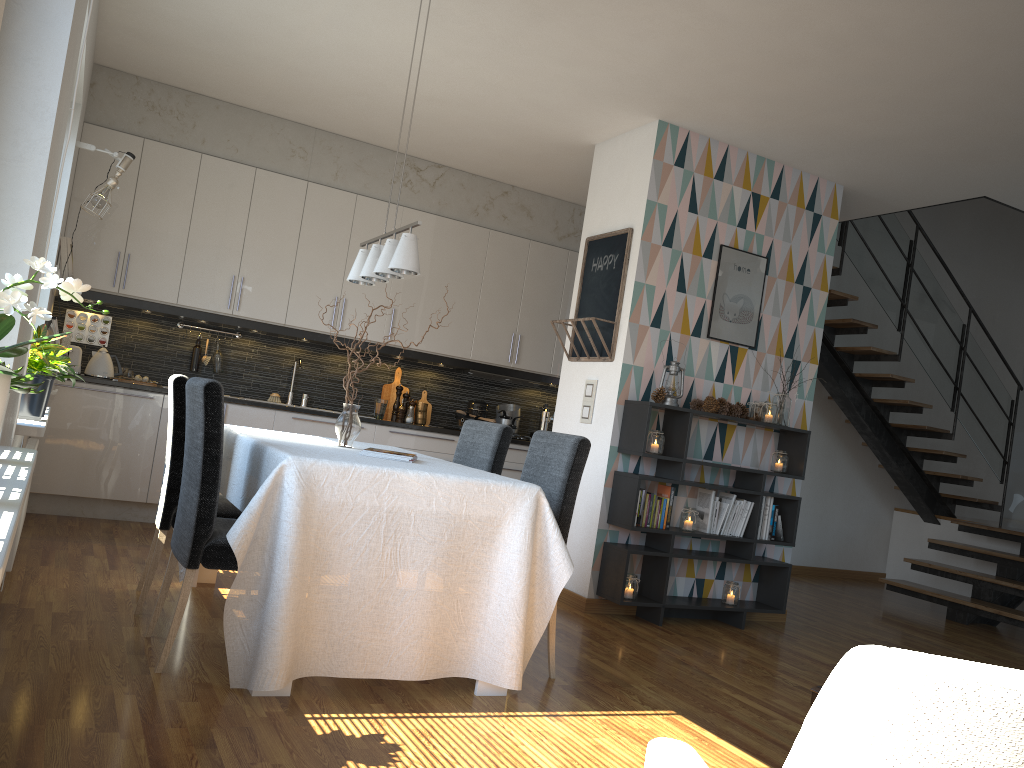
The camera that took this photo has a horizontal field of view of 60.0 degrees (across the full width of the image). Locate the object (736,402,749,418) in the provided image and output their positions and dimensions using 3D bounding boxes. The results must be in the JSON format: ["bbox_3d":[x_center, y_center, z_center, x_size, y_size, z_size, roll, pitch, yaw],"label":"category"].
[{"bbox_3d":[1.344,0.155,5.197,0.092,0.100,0.083,9,-2,-2],"label":"object"}]

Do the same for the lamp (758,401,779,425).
[{"bbox_3d":[1.507,0.169,5.203,0.106,0.130,0.098,9,-2,-14],"label":"lamp"}]

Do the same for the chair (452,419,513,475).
[{"bbox_3d":[-0.389,0.625,4.240,0.545,0.960,0.461,10,-2,-27],"label":"chair"}]

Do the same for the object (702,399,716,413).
[{"bbox_3d":[1.111,0.126,4.999,0.082,0.085,0.082,9,-2,-12],"label":"object"}]

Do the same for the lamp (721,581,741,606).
[{"bbox_3d":[1.283,1.223,5.185,0.098,0.130,0.106,10,-2,-25],"label":"lamp"}]

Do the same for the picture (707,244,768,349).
[{"bbox_3d":[1.350,-0.518,5.295,0.366,0.559,0.014,10,-2,-27],"label":"picture"}]

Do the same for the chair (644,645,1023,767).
[{"bbox_3d":[0.428,0.657,0.956,0.545,0.831,0.685,9,-2,-2],"label":"chair"}]

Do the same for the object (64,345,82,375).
[{"bbox_3d":[-2.801,-0.151,5.585,0.175,0.192,0.253,10,-3,-27],"label":"object"}]

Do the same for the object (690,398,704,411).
[{"bbox_3d":[1.060,0.121,5.047,0.078,0.084,0.098,10,-3,-26],"label":"object"}]

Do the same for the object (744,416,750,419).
[{"bbox_3d":[1.408,0.210,5.312,0.031,0.035,0.031,7,-3,39],"label":"object"}]

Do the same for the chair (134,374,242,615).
[{"bbox_3d":[-1.257,0.471,3.798,0.545,0.960,0.461,10,-2,-22],"label":"chair"}]

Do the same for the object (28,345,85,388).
[{"bbox_3d":[-2.131,-0.029,3.965,0.379,0.308,0.371,7,-3,38],"label":"object"}]

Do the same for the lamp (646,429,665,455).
[{"bbox_3d":[0.789,0.320,4.899,0.106,0.130,0.098,9,-2,-14],"label":"lamp"}]

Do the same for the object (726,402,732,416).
[{"bbox_3d":[1.251,0.142,5.205,0.099,0.102,0.097,7,-3,34],"label":"object"}]

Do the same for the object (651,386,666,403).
[{"bbox_3d":[0.807,0.057,4.879,0.086,0.101,0.078,9,-2,-13],"label":"object"}]

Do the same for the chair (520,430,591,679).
[{"bbox_3d":[-0.073,0.643,3.612,0.545,0.960,0.461,10,-2,-22],"label":"chair"}]

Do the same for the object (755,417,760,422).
[{"bbox_3d":[1.439,0.209,5.198,0.035,0.035,0.030,10,-3,-28],"label":"object"}]

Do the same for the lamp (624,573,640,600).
[{"bbox_3d":[0.644,1.110,4.859,0.098,0.130,0.106,9,-2,-13],"label":"lamp"}]

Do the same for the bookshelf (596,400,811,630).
[{"bbox_3d":[1.119,0.777,5.109,1.191,1.200,0.237,10,-2,-27],"label":"bookshelf"}]

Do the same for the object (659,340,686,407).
[{"bbox_3d":[0.900,-0.065,4.954,0.154,0.383,0.163,9,-2,-10],"label":"object"}]

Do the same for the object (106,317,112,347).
[{"bbox_3d":[-2.829,-0.372,5.904,0.271,0.201,0.039,10,-2,-27],"label":"object"}]

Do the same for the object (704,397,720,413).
[{"bbox_3d":[1.134,0.124,5.071,0.110,0.101,0.114,11,-3,-44],"label":"object"}]

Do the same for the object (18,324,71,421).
[{"bbox_3d":[-1.933,-0.058,3.522,0.299,0.384,0.333,9,-2,-11],"label":"object"}]

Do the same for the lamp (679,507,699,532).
[{"bbox_3d":[1.002,0.765,5.023,0.098,0.130,0.106,8,-2,9],"label":"lamp"}]

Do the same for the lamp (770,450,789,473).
[{"bbox_3d":[1.602,0.465,5.315,0.098,0.130,0.106,10,-3,-35],"label":"lamp"}]

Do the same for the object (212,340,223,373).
[{"bbox_3d":[-2.066,-0.197,6.258,0.073,0.242,0.094,7,-2,37],"label":"object"}]

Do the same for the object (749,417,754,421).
[{"bbox_3d":[1.412,0.210,5.228,0.026,0.027,0.030,9,-2,5],"label":"object"}]

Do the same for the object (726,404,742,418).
[{"bbox_3d":[1.278,0.157,5.143,0.106,0.086,0.091,9,-2,-13],"label":"object"}]

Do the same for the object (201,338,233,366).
[{"bbox_3d":[-2.088,-0.220,6.262,0.189,0.203,0.072,11,-3,-40],"label":"object"}]

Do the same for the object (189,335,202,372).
[{"bbox_3d":[-2.206,-0.214,6.203,0.060,0.256,0.060,9,-2,-5],"label":"object"}]

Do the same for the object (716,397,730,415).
[{"bbox_3d":[1.201,0.130,5.099,0.094,0.108,0.108,7,-3,31],"label":"object"}]

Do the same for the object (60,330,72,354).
[{"bbox_3d":[-2.648,-0.190,5.236,0.060,0.267,0.119,10,-2,-35],"label":"object"}]

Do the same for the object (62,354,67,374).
[{"bbox_3d":[-2.675,-0.120,5.196,0.103,0.124,0.103,10,-3,-29],"label":"object"}]

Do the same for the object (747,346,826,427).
[{"bbox_3d":[1.657,-0.004,5.253,0.298,0.521,0.426,10,-3,-30],"label":"object"}]

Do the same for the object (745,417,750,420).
[{"bbox_3d":[1.397,0.205,5.269,0.030,0.035,0.035,7,-3,37],"label":"object"}]

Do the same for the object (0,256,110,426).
[{"bbox_3d":[-0.885,-0.026,1.481,0.340,0.443,0.286,10,-3,-38],"label":"object"}]

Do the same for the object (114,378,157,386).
[{"bbox_3d":[-2.556,-0.019,5.923,0.335,0.012,0.213,10,-3,-25],"label":"object"}]

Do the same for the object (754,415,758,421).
[{"bbox_3d":[1.445,0.207,5.230,0.038,0.043,0.039,8,-2,9],"label":"object"}]

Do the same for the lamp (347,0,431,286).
[{"bbox_3d":[-0.456,-1.083,3.773,0.131,1.284,0.759,10,-2,-27],"label":"lamp"}]

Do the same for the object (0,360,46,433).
[{"bbox_3d":[-1.240,0.051,2.034,0.267,0.237,0.284,6,-3,45],"label":"object"}]

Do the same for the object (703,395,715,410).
[{"bbox_3d":[1.149,0.117,5.154,0.090,0.106,0.097,9,-2,-5],"label":"object"}]

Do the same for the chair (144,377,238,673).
[{"bbox_3d":[-0.941,0.489,3.169,0.545,0.960,0.461,10,-2,-27],"label":"chair"}]

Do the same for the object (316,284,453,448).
[{"bbox_3d":[-0.624,-0.111,3.829,0.403,0.784,0.616,7,-3,38],"label":"object"}]

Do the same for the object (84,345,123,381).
[{"bbox_3d":[-2.615,-0.133,5.671,0.204,0.236,0.179,8,-2,10],"label":"object"}]

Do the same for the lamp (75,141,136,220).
[{"bbox_3d":[-2.214,-1.084,4.753,0.312,0.395,0.131,10,-2,-22],"label":"lamp"}]
